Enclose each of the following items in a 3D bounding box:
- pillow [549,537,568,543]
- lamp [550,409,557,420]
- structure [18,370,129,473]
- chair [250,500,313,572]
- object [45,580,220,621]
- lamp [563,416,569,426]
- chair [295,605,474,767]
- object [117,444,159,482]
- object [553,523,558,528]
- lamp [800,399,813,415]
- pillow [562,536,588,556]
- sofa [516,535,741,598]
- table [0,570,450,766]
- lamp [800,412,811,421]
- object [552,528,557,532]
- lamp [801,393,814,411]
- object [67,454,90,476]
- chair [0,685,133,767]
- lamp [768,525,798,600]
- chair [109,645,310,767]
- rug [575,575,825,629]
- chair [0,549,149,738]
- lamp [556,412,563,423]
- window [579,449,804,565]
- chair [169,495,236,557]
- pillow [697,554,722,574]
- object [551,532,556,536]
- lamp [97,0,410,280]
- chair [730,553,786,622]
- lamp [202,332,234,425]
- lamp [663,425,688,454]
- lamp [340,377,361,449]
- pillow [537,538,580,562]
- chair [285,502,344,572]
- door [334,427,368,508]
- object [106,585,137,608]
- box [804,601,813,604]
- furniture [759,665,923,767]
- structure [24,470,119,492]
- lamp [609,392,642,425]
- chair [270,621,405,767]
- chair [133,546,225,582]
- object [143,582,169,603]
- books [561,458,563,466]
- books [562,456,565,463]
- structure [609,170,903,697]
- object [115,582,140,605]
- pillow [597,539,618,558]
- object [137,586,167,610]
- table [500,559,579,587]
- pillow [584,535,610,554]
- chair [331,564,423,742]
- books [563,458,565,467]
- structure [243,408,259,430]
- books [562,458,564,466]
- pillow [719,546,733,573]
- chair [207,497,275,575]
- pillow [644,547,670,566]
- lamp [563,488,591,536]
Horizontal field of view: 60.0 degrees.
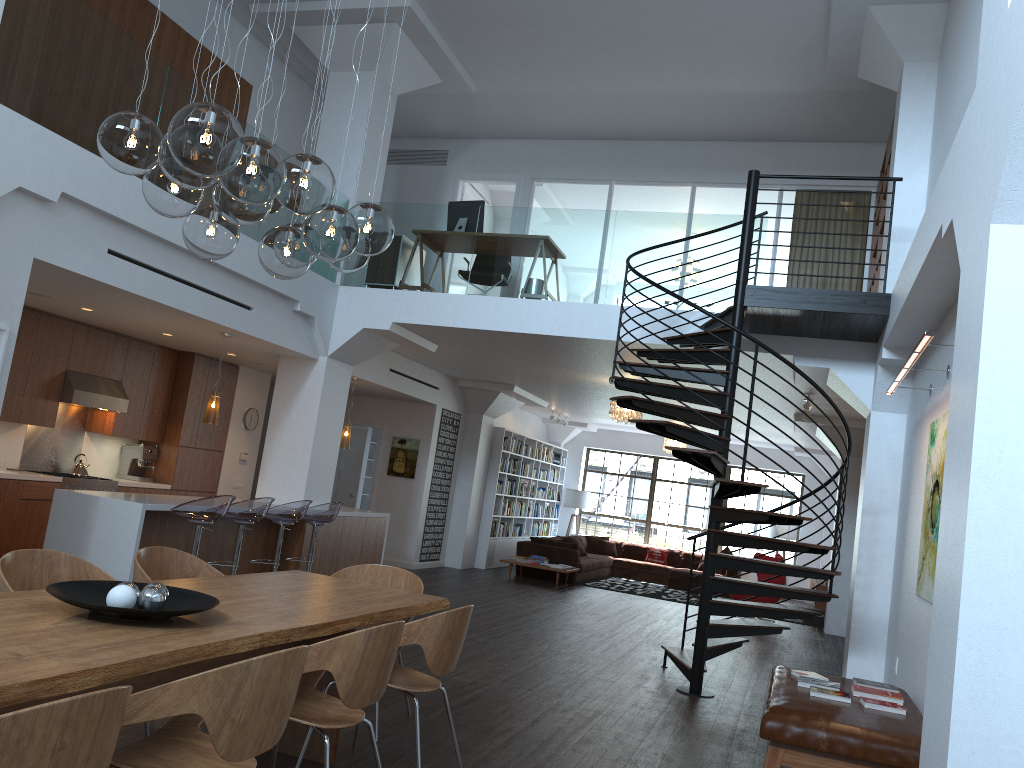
[{"bbox_3d":[0.839,2.822,15.271,0.269,0.411,0.559,11,-7,-25],"label":"pillow"},{"bbox_3d":[0.768,0.581,16.807,0.120,0.211,0.111,13,-8,-37],"label":"lamp"},{"bbox_3d":[-4.743,0.446,9.678,0.529,1.110,0.811,6,-7,18],"label":"structure"},{"bbox_3d":[-2.233,1.580,8.469,0.481,1.014,0.530,6,-7,16],"label":"chair"},{"bbox_3d":[-1.377,0.799,3.230,0.592,0.066,0.592,11,-7,-23],"label":"object"},{"bbox_3d":[1.077,0.740,17.771,0.120,0.211,0.111,9,-7,-7],"label":"lamp"},{"bbox_3d":[-0.531,1.395,4.097,0.617,0.830,0.629,6,-7,18],"label":"chair"},{"bbox_3d":[-4.456,0.951,10.711,0.439,0.455,0.284,6,-7,18],"label":"object"},{"bbox_3d":[0.774,3.030,19.093,0.316,0.088,0.410,6,-7,18],"label":"object"},{"bbox_3d":[3.650,0.295,10.965,0.120,0.211,0.111,11,-7,-22],"label":"lamp"},{"bbox_3d":[1.164,3.055,16.647,0.325,0.391,0.625,3,-8,35],"label":"pillow"},{"bbox_3d":[2.309,3.344,16.295,3.481,0.664,4.197,6,-7,18],"label":"sofa"},{"bbox_3d":[-1.434,1.200,3.177,1.012,0.750,3.803,6,-7,19],"label":"table"},{"bbox_3d":[3.802,0.374,11.441,0.120,0.211,0.111,13,-8,-37],"label":"lamp"},{"bbox_3d":[0.769,3.117,19.080,0.331,0.088,0.410,6,-7,18],"label":"object"},{"bbox_3d":[3.494,0.215,10.477,0.120,0.211,0.111,9,-7,-7],"label":"lamp"},{"bbox_3d":[-4.811,0.894,9.880,0.222,0.235,0.222,9,-7,-6],"label":"object"},{"bbox_3d":[-1.226,1.038,1.921,0.618,0.833,0.629,6,-7,18],"label":"chair"},{"bbox_3d":[5.370,3.492,17.771,0.545,1.579,0.545,4,-8,29],"label":"lamp"},{"bbox_3d":[-0.979,1.160,2.652,0.618,0.833,0.629,6,-7,18],"label":"chair"},{"bbox_3d":[3.389,3.720,15.346,4.200,0.007,3.100,6,-7,20],"label":"rug"},{"bbox_3d":[-1.898,1.160,3.750,0.618,0.833,0.629,6,-7,18],"label":"chair"},{"bbox_3d":[0.921,0.659,17.283,0.120,0.211,0.111,11,-7,-22],"label":"lamp"},{"bbox_3d":[3.783,2.634,19.177,4.648,1.905,0.114,6,-7,18],"label":"window"},{"bbox_3d":[-2.604,1.384,7.271,0.481,1.014,0.530,6,-7,21],"label":"chair"},{"bbox_3d":[3.900,3.512,17.339,0.542,0.362,0.248,3,-9,39],"label":"pillow"},{"bbox_3d":[0.756,3.204,19.070,0.331,0.088,0.410,6,-7,18],"label":"object"},{"bbox_3d":[-0.943,-1.553,3.811,0.849,2.140,1.787,6,-7,17],"label":"lamp"},{"bbox_3d":[3.661,2.999,13.231,0.801,1.006,0.798,2,-9,44],"label":"chair"},{"bbox_3d":[-1.691,-0.254,9.438,2.842,1.807,0.149,12,-8,-32],"label":"lamp"},{"bbox_3d":[3.039,1.039,16.464,0.442,0.539,0.441,12,-8,-29],"label":"lamp"},{"bbox_3d":[-2.056,0.370,11.237,0.149,0.900,0.149,11,-8,-26],"label":"lamp"},{"bbox_3d":[0.789,2.826,15.004,0.750,0.364,0.289,6,-7,18],"label":"pillow"},{"bbox_3d":[-2.044,1.678,9.062,0.481,1.014,0.530,6,-7,21],"label":"chair"},{"bbox_3d":[-2.922,1.709,14.770,0.826,2.032,0.174,6,-7,18],"label":"door"},{"bbox_3d":[-1.382,0.762,3.138,0.100,0.100,0.100,11,-8,-26],"label":"object"},{"bbox_3d":[5.941,4.276,17.628,0.228,0.165,0.368,6,-7,18],"label":"box"},{"bbox_3d":[1.967,2.089,5.293,0.907,0.453,1.819,6,-7,18],"label":"furniture"},{"bbox_3d":[-4.821,1.438,9.539,0.662,0.919,0.811,6,-7,18],"label":"structure"},{"bbox_3d":[1.519,0.253,11.701,0.442,0.539,0.441,12,-8,-29],"label":"lamp"},{"bbox_3d":[-0.768,1.277,3.377,0.618,0.833,0.629,6,-7,20],"label":"chair"},{"bbox_3d":[-1.647,1.283,4.479,0.618,0.833,0.629,6,-7,17],"label":"chair"},{"bbox_3d":[-1.324,0.786,3.286,0.100,0.100,0.100,11,-8,-26],"label":"object"},{"bbox_3d":[1.024,1.687,19.238,0.134,0.184,0.030,6,-7,18],"label":"books"},{"bbox_3d":[1.084,1.692,19.412,0.140,0.231,0.042,6,-7,18],"label":"books"},{"bbox_3d":[1.769,0.323,7.337,1.998,4.352,1.998,11,-7,-20],"label":"structure"},{"bbox_3d":[-1.410,0.773,3.237,0.100,0.100,0.100,11,-8,-26],"label":"object"},{"bbox_3d":[1.916,3.324,17.979,0.489,0.337,0.238,10,-7,-12],"label":"pillow"},{"bbox_3d":[-1.295,0.778,3.189,0.100,0.100,0.100,11,-8,-26],"label":"object"},{"bbox_3d":[0.438,3.032,14.248,1.100,0.271,0.853,6,-7,18],"label":"table"},{"bbox_3d":[1.767,3.303,18.133,0.580,0.418,0.334,9,-7,-8],"label":"pillow"},{"bbox_3d":[-0.852,1.458,4.994,0.629,0.833,0.618,7,-7,14],"label":"chair"},{"bbox_3d":[1.073,1.706,19.370,0.139,0.191,0.036,6,-7,18],"label":"books"},{"bbox_3d":[-3.553,0.479,12.080,0.040,0.300,0.300,6,-7,18],"label":"structure"},{"bbox_3d":[1.046,1.698,19.279,0.128,0.178,0.022,6,-7,18],"label":"books"},{"bbox_3d":[4.155,3.477,17.438,0.651,0.587,0.335,8,-7,-2],"label":"pillow"},{"bbox_3d":[-2.441,1.480,7.874,0.481,1.014,0.530,6,-7,16],"label":"chair"},{"bbox_3d":[2.909,3.460,17.790,0.465,0.308,0.220,6,-7,15],"label":"pillow"},{"bbox_3d":[1.332,3.090,19.236,0.545,1.579,0.545,7,-7,8],"label":"lamp"}]
